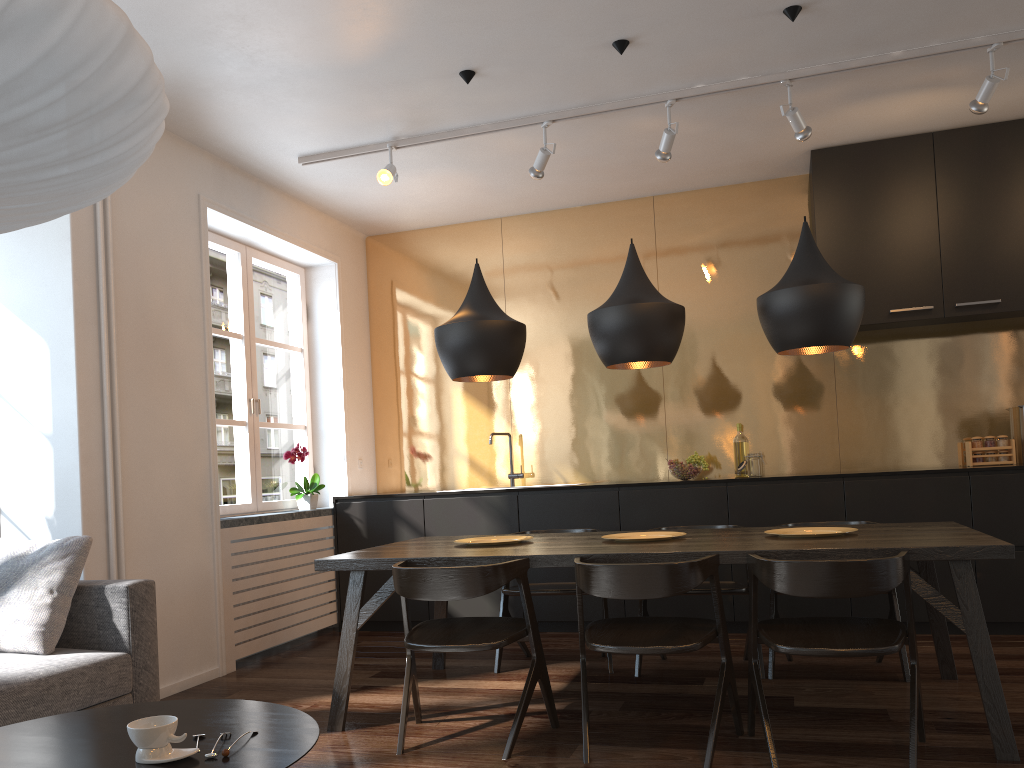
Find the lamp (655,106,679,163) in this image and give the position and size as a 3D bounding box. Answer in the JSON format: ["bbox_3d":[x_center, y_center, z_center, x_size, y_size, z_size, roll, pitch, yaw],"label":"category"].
[{"bbox_3d":[0.784,-1.244,4.375,0.085,0.239,0.252,-2,-4,-17],"label":"lamp"}]

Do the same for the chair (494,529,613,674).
[{"bbox_3d":[0.228,1.095,4.514,0.594,0.669,0.521,-4,-3,13],"label":"chair"}]

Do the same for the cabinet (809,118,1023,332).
[{"bbox_3d":[2.772,-0.902,5.078,1.958,1.047,0.532,-4,-3,17],"label":"cabinet"}]

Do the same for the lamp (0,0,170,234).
[{"bbox_3d":[-1.251,-0.379,1.200,1.470,0.209,1.476,1,-7,-36],"label":"lamp"}]

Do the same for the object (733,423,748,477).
[{"bbox_3d":[1.453,0.420,5.623,0.092,0.338,0.092,-2,-2,-16],"label":"object"}]

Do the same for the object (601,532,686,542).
[{"bbox_3d":[0.555,0.645,3.729,0.356,0.016,0.357,-3,-6,-2],"label":"object"}]

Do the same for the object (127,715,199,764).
[{"bbox_3d":[-0.670,0.683,1.690,0.139,0.069,0.091,-6,-5,29],"label":"object"}]

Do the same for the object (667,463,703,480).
[{"bbox_3d":[1.058,0.537,5.382,0.218,0.096,0.220,-1,-6,-25],"label":"object"}]

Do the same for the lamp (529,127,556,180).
[{"bbox_3d":[0.172,-1.195,4.559,0.085,0.238,0.252,-2,-4,-32],"label":"lamp"}]

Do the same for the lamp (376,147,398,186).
[{"bbox_3d":[-0.656,-1.141,4.669,0.085,0.239,0.251,-3,-4,4],"label":"lamp"}]

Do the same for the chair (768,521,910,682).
[{"bbox_3d":[1.477,0.989,4.093,0.594,0.669,0.521,-4,-3,17],"label":"chair"}]

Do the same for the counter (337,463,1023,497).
[{"bbox_3d":[1.338,0.575,5.416,5.067,0.002,0.734,-5,-6,17],"label":"counter"}]

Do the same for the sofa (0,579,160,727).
[{"bbox_3d":[-1.819,0.940,1.941,2.042,0.669,3.077,-5,-6,17],"label":"sofa"}]

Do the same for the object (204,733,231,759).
[{"bbox_3d":[-0.582,0.712,1.756,0.025,0.016,0.164,-2,-6,-8],"label":"object"}]

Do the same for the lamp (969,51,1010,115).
[{"bbox_3d":[2.145,-1.356,3.950,0.085,0.239,0.252,-3,-4,-12],"label":"lamp"}]

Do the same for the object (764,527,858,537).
[{"bbox_3d":[1.192,0.593,3.529,0.356,0.016,0.357,-5,-6,21],"label":"object"}]

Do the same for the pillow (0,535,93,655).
[{"bbox_3d":[-1.840,0.780,3.279,0.494,0.413,0.287,-4,-3,16],"label":"pillow"}]

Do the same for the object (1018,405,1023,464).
[{"bbox_3d":[3.024,0.289,5.119,0.164,0.339,0.114,-4,-2,20],"label":"object"}]

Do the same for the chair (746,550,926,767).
[{"bbox_3d":[1.063,0.893,2.927,0.594,0.669,0.521,-4,-3,15],"label":"chair"}]

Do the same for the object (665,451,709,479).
[{"bbox_3d":[1.062,0.497,5.367,0.239,0.172,0.178,-3,-4,2],"label":"object"}]

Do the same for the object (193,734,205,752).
[{"bbox_3d":[-0.634,0.720,1.782,0.026,0.010,0.125,-1,-6,-16],"label":"object"}]

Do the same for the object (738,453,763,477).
[{"bbox_3d":[1.475,0.494,5.447,0.176,0.151,0.088,-3,-3,-5],"label":"object"}]

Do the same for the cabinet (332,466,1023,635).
[{"bbox_3d":[1.360,1.023,5.405,5.070,0.898,0.734,-5,-4,17],"label":"cabinet"}]

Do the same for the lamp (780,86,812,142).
[{"bbox_3d":[1.989,-0.470,4.678,1.833,1.842,0.089,0,-3,-39],"label":"lamp"}]

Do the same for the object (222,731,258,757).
[{"bbox_3d":[-0.540,0.711,1.763,0.015,0.015,0.168,-3,-6,4],"label":"object"}]

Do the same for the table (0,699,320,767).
[{"bbox_3d":[-0.799,0.965,1.733,0.848,0.471,0.849,-5,-5,19],"label":"table"}]

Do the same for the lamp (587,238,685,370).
[{"bbox_3d":[0.521,-0.347,3.741,0.411,0.539,0.412,-3,-3,-6],"label":"lamp"}]

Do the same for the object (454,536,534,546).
[{"bbox_3d":[-0.081,0.698,3.928,0.356,0.016,0.357,-5,-6,21],"label":"object"}]

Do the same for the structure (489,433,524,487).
[{"bbox_3d":[-0.033,0.518,5.966,0.110,0.384,0.266,-4,-3,33],"label":"structure"}]

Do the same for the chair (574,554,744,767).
[{"bbox_3d":[0.480,0.941,3.110,0.594,0.669,0.521,-4,-3,18],"label":"chair"}]

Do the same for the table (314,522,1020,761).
[{"bbox_3d":[0.577,0.988,3.679,2.504,0.677,1.110,-5,-5,17],"label":"table"}]

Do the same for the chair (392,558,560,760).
[{"bbox_3d":[-0.172,0.994,3.309,0.594,0.669,0.521,-4,-3,16],"label":"chair"}]

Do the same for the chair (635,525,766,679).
[{"bbox_3d":[0.897,1.037,4.275,0.594,0.669,0.521,-4,-3,15],"label":"chair"}]

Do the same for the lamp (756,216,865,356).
[{"bbox_3d":[1.186,-0.402,3.532,0.410,0.539,0.412,-1,-3,-25],"label":"lamp"}]

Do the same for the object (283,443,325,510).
[{"bbox_3d":[-1.324,0.592,5.674,0.229,0.435,0.407,-3,-3,-7],"label":"object"}]

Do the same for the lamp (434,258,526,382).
[{"bbox_3d":[-0.144,-0.292,3.950,0.410,0.539,0.412,0,-4,-39],"label":"lamp"}]
